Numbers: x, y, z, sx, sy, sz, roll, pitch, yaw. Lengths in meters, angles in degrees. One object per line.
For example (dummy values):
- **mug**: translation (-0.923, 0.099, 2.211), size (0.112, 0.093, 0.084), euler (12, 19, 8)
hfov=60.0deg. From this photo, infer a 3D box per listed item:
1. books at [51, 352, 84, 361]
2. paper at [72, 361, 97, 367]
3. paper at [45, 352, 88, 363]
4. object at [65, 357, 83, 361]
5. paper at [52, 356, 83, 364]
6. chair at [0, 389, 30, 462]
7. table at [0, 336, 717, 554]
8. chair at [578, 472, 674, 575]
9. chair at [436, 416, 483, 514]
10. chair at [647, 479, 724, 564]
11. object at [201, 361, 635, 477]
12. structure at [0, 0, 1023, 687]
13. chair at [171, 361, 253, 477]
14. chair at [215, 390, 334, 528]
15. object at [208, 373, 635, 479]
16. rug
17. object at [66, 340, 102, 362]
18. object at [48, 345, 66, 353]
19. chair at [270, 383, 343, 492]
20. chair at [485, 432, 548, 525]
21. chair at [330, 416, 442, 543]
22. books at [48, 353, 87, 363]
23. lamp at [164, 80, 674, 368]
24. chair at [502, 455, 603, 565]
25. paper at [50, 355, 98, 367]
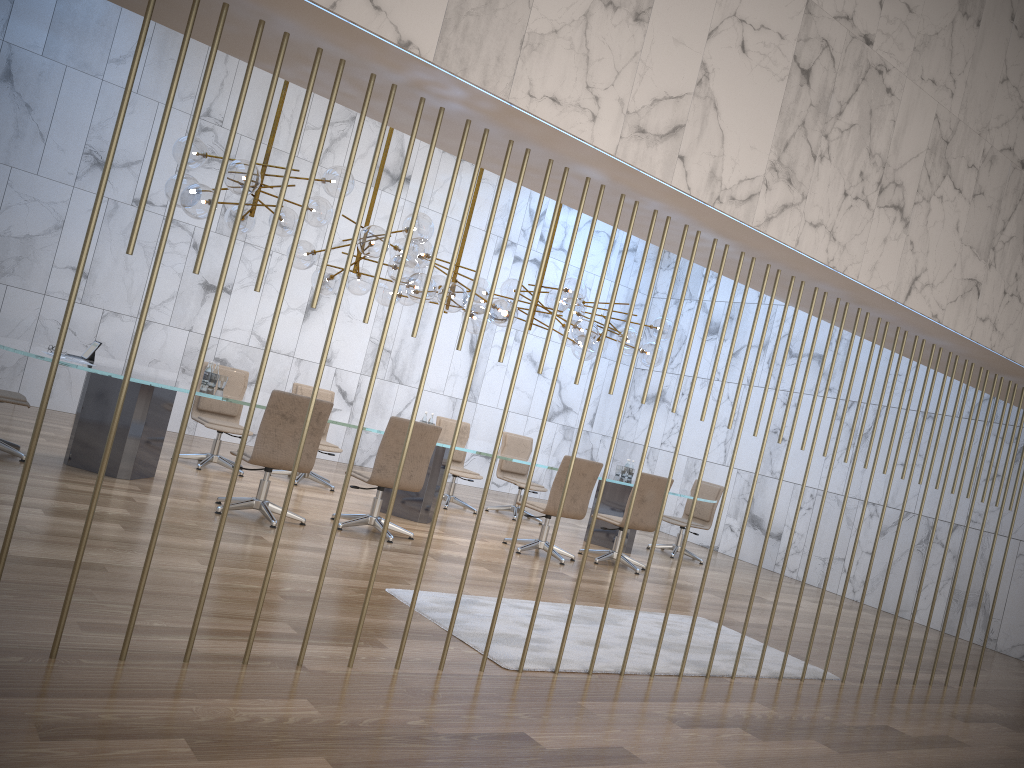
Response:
- **books**: translation (-3.331, -0.207, 6.648), size (0.205, 0.012, 0.126), euler (16, -2, -39)
- **paper**: translation (-3.209, -0.170, 6.480), size (0.290, 0.001, 0.210), euler (16, -2, -41)
- **paper**: translation (-3.351, -0.201, 6.662), size (0.290, 0.001, 0.210), euler (15, -2, -38)
- **object**: translation (-3.212, -0.182, 6.521), size (0.011, 0.011, 0.158), euler (13, -2, 29)
- **paper**: translation (-3.209, -0.171, 6.480), size (0.290, 0.001, 0.210), euler (16, -2, -43)
- **chair**: translation (-3.918, 0.008, 6.649), size (0.697, 1.000, 0.726), euler (15, -2, -35)
- **table**: translation (-0.973, 0.898, 8.862), size (7.924, 0.835, 2.092), euler (15, -2, -36)
- **chair**: translation (1.175, 1.366, 9.069), size (0.726, 1.000, 0.697), euler (15, -2, -36)
- **chair**: translation (-0.662, 0.947, 10.467), size (0.726, 1.000, 0.697), euler (15, -2, -36)
- **chair**: translation (2.213, 1.696, 11.243), size (0.697, 1.000, 0.726), euler (15, -2, -35)
- **object**: translation (-0.602, 0.457, 9.078), size (5.189, 0.213, 0.124), euler (15, -2, -36)
- **structure**: translation (1.276, 0.517, 5.187), size (7.223, 2.456, 0.023), euler (15, -2, -36)
- **chair**: translation (-2.875, 0.338, 8.805), size (0.726, 1.000, 0.697), euler (15, -2, -36)
- **chair**: translation (-1.827, 0.540, 6.816), size (0.726, 1.000, 0.697), euler (15, -2, -36)
- **object**: translation (-0.596, 0.507, 9.029), size (5.112, 0.117, 0.183), euler (15, -2, -36)
- **rug**: translation (0.765, 1.661, 5.846), size (3.025, 0.034, 1.320), euler (15, -2, -36)
- **object**: translation (-3.397, -0.282, 7.024), size (0.205, 0.159, 0.255), euler (15, -2, -36)
- **object**: translation (-3.665, -0.283, 7.155), size (0.134, 0.037, 0.096), euler (13, -2, 32)
- **chair**: translation (-2.104, 0.550, 9.384), size (0.726, 1.000, 0.697), euler (15, -2, -36)
- **chair**: translation (0.119, 1.162, 11.053), size (0.726, 1.000, 0.697), euler (15, -2, -36)
- **chair**: translation (-1.046, 0.754, 7.402), size (0.726, 1.000, 0.697), euler (15, -2, -36)
- **books**: translation (-3.291, -0.194, 6.566), size (0.239, 0.012, 0.205), euler (13, -2, 41)
- **lamp**: translation (-0.381, -1.854, 8.879), size (5.672, 2.716, 1.557), euler (15, -2, -36)
- **chair**: translation (0.399, 1.152, 8.487), size (0.726, 1.000, 0.697), euler (15, -2, -36)
- **paper**: translation (-3.209, -0.171, 6.480), size (0.290, 0.001, 0.210), euler (16, -2, -43)
